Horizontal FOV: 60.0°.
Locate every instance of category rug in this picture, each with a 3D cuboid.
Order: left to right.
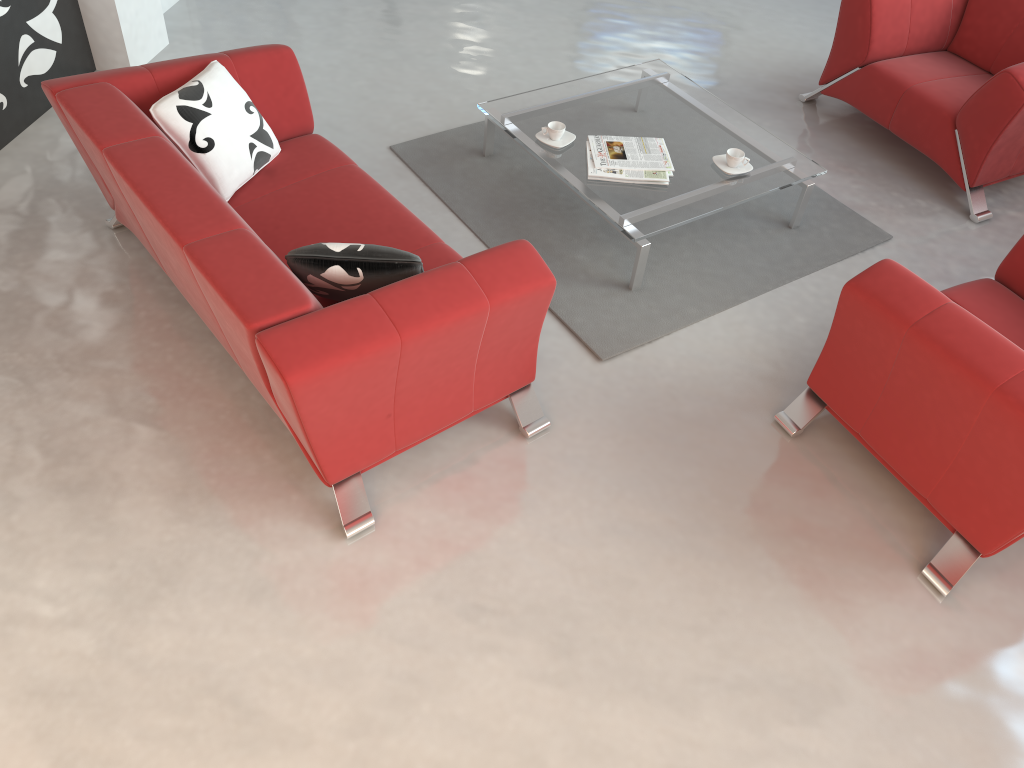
[{"bbox_3d":[0.580,-0.909,4.183,1.700,0.025,1.700,-23,52,-26],"label":"rug"}]

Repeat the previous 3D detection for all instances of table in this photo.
[{"bbox_3d":[0.601,-1.015,4.084,1.097,0.286,1.162,-23,52,-26],"label":"table"}]

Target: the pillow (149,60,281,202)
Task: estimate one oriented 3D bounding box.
[{"bbox_3d":[-1.077,-0.930,3.261,0.288,0.343,0.402,17,46,10],"label":"pillow"}]

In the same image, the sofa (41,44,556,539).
[{"bbox_3d":[-0.771,-0.500,3.123,0.951,0.738,1.929,-27,54,-29],"label":"sofa"}]

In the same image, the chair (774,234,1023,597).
[{"bbox_3d":[1.740,-0.031,2.939,1.288,0.738,0.951,-18,50,-22],"label":"chair"}]

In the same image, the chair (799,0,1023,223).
[{"bbox_3d":[2.316,-1.562,4.501,0.951,0.738,1.288,-18,50,-22],"label":"chair"}]

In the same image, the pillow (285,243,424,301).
[{"bbox_3d":[-0.464,-0.335,2.746,0.402,0.343,0.288,6,45,0],"label":"pillow"}]

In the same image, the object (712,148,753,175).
[{"bbox_3d":[0.957,-0.968,3.828,0.153,0.069,0.153,-13,49,-18],"label":"object"}]

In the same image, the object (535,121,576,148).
[{"bbox_3d":[0.192,-1.095,3.870,0.153,0.069,0.153,32,51,23],"label":"object"}]

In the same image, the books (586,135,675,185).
[{"bbox_3d":[0.504,-0.971,3.806,0.367,0.035,0.345,4,45,-2],"label":"books"}]
